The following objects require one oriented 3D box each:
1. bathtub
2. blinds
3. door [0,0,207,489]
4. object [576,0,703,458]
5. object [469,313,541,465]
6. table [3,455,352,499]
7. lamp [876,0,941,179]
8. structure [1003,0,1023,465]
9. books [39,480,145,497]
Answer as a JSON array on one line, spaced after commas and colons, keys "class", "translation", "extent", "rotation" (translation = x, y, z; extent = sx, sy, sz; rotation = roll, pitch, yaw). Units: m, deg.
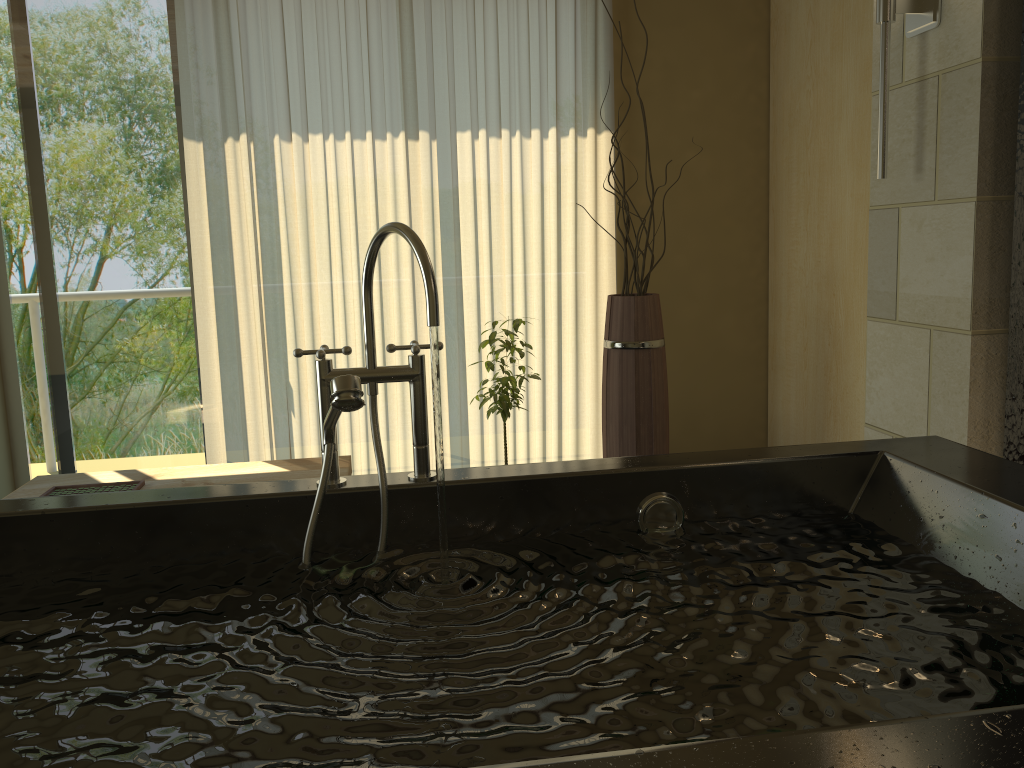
[{"class": "bathtub", "translation": [-0.110, 0.364, 1.161], "extent": [2.132, 1.159, 1.070], "rotation": [-3, 9, -8]}, {"class": "blinds", "translation": [-0.375, -0.706, 3.657], "extent": [1.944, 2.575, 0.064], "rotation": [-3, 8, -9]}, {"class": "door", "translation": [-1.637, -0.511, 3.726], "extent": [1.037, 2.328, 0.063], "rotation": [-3, 8, -9]}, {"class": "object", "translation": [0.410, -0.439, 3.227], "extent": [0.468, 2.175, 0.463], "rotation": [5, 11, 42]}, {"class": "object", "translation": [-0.015, 0.205, 3.199], "extent": [0.242, 0.928, 0.267], "rotation": [3, 9, 30]}, {"class": "table", "translation": [-1.112, 0.535, 3.048], "extent": [1.124, 0.399, 0.514], "rotation": [-3, 9, -8]}, {"class": "lamp", "translation": [0.924, -0.931, 2.177], "extent": [0.188, 0.835, 0.176], "rotation": [-3, 8, -8]}, {"class": "structure", "translation": [1.189, -0.061, 1.706], "extent": [0.094, 2.063, 0.642], "rotation": [-3, 8, -8]}, {"class": "books", "translation": [-1.383, 0.356, 2.911], "extent": [0.294, 0.014, 0.182], "rotation": [-3, 9, -8]}]
